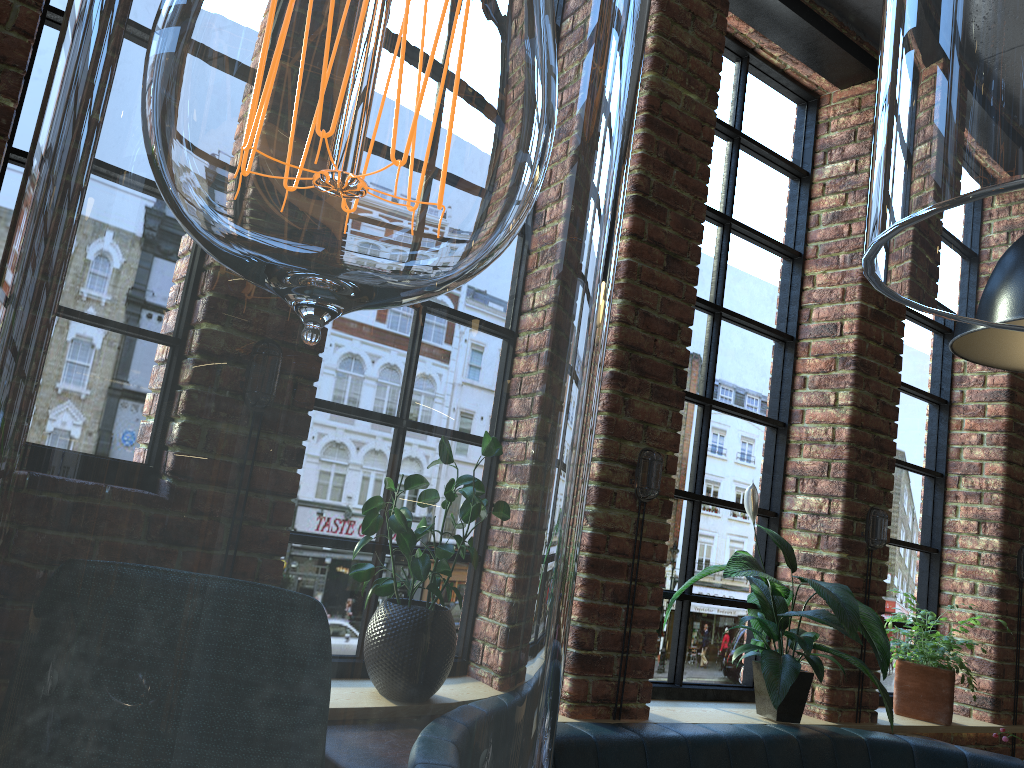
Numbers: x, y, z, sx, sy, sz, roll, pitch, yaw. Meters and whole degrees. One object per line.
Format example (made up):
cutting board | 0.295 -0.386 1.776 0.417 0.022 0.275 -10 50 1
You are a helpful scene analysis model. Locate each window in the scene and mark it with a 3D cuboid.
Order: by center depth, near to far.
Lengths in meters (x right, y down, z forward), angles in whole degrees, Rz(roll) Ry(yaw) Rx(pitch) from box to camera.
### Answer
window | 0.166 -0.468 1.544 3.545 2.434 8.256 6 -10 18

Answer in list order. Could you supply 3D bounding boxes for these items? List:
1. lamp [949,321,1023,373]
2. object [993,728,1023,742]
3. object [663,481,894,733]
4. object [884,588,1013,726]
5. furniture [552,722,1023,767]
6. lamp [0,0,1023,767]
lamp | 1.363 -0.718 2.054 0.515 1.329 0.543 12 -10 -18
object | 1.041 0.878 1.771 0.213 0.432 0.140 11 -10 -16
object | 0.876 0.697 2.854 0.699 0.753 0.635 16 -12 -36
object | 1.652 1.084 3.520 0.452 0.483 0.428 11 -10 -14
furniture | 0.874 1.359 1.952 2.494 0.824 1.426 16 -12 -35
lamp | 0.256 -0.965 0.095 0.284 2.123 0.511 11 -10 -13
